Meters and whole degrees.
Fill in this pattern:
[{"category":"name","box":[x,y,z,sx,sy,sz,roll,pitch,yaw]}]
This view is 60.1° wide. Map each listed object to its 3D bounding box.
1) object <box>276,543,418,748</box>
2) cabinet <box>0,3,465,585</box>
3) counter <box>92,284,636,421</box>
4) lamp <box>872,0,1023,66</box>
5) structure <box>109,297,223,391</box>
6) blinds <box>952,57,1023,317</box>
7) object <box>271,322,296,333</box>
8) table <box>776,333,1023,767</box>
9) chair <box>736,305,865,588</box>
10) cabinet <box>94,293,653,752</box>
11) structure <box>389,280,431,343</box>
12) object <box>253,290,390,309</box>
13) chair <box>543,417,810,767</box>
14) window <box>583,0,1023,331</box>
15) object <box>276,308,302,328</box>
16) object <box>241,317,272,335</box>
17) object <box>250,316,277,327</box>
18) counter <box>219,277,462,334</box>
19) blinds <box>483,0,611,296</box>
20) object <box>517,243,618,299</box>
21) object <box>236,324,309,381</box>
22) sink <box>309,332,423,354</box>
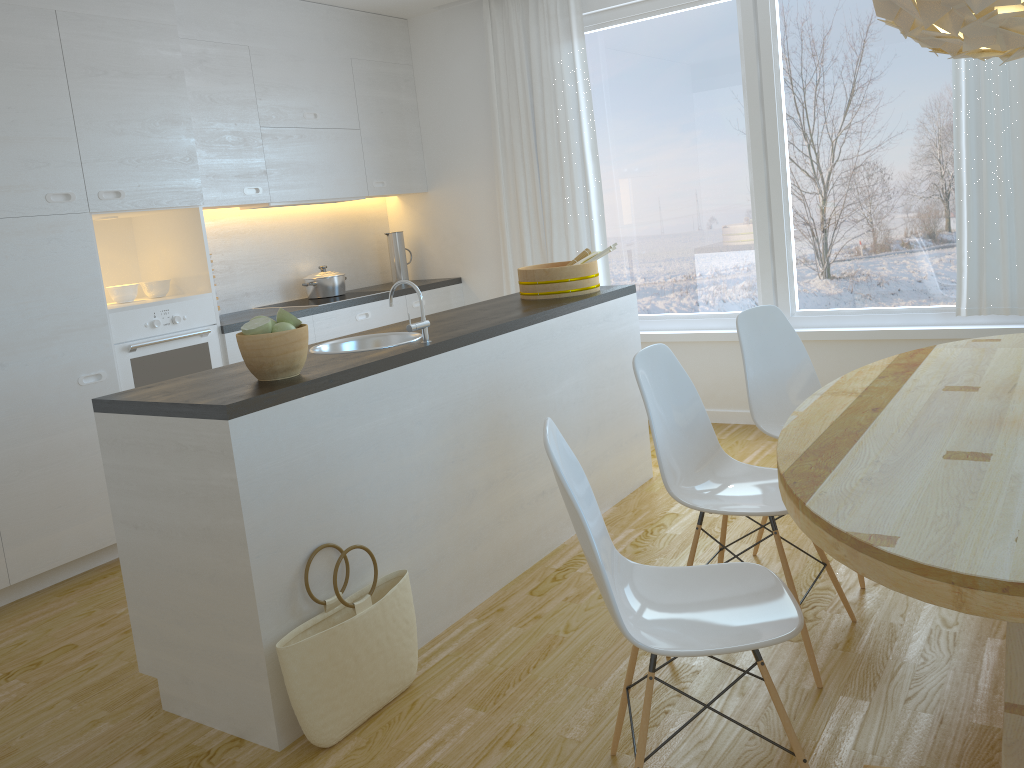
[{"category":"object","box":[0.016,0.659,2.382,1.188,0.497,0.476,-4,9,12]},{"category":"cabinet","box":[-1.452,-0.676,4.832,0.481,2.281,3.232,-1,11,34]},{"category":"counter","box":[-0.315,-0.196,3.393,0.600,0.040,2.424,1,13,33]},{"category":"lamp","box":[1.148,-1.329,2.086,0.646,1.125,0.645,-1,10,33]},{"category":"structure","box":[-1.599,-0.081,4.191,0.049,0.591,0.566,-1,10,34]},{"category":"blinds","box":[2.379,-1.373,3.969,0.794,2.142,0.151,-1,9,34]},{"category":"object","box":[-0.662,-0.139,2.574,0.081,0.085,0.098,-6,9,-1]},{"category":"table","box":[1.383,0.409,2.275,1.193,0.719,2.212,0,12,32]},{"category":"chair","box":[1.123,0.171,3.193,0.432,0.894,0.524,-12,10,-35]},{"category":"cabinet","box":[-0.264,0.268,3.454,0.600,0.902,2.424,-1,12,34]},{"category":"structure","box":[-0.371,-0.242,2.999,0.162,0.213,0.098,0,10,34]},{"category":"object","box":[-1.143,-0.514,5.403,0.562,0.013,0.660,1,13,34]},{"category":"chair","box":[0.375,0.501,1.923,0.523,0.894,0.434,-6,8,4]},{"category":"window","box":[1.413,-1.259,4.885,2.726,1.902,0.089,0,10,34]},{"category":"object","box":[-0.663,-0.195,2.632,0.074,0.071,0.078,-12,11,-30]},{"category":"object","box":[-0.728,-0.152,2.526,0.084,0.065,0.086,-15,13,-43]},{"category":"object","box":[-0.731,-0.155,2.616,0.102,0.098,0.087,-13,11,-34]},{"category":"counter","box":[-1.141,-0.495,5.400,0.600,0.040,2.020,1,13,33]},{"category":"blinds","box":[0.166,-1.417,5.452,0.794,2.142,0.151,-1,9,34]},{"category":"object","box":[0.237,-0.533,4.156,0.432,0.212,0.380,-12,11,-27]},{"category":"object","box":[-0.692,-0.090,2.590,0.205,0.140,0.207,-7,10,-4]},{"category":"sink","box":[-0.510,-0.075,3.160,0.405,0.155,0.407,-9,11,-14]}]
